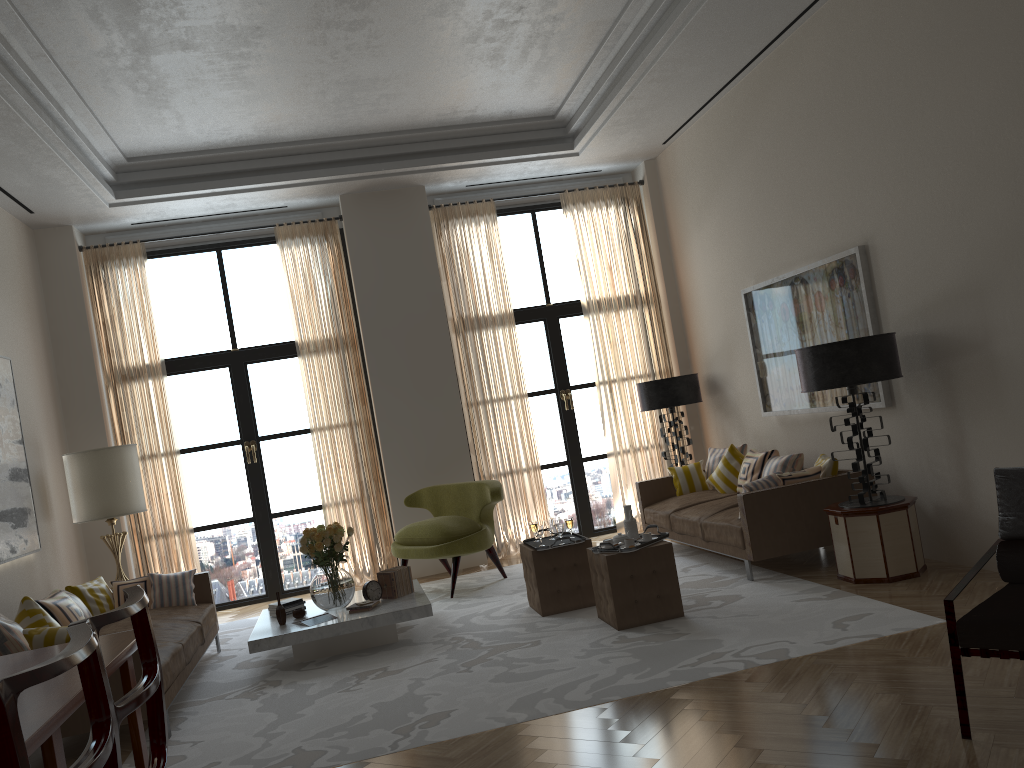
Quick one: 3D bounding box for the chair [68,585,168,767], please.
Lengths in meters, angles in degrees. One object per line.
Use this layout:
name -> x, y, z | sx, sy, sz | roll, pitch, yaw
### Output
chair -> -1.411, 1.442, 2.566 | 0.877, 1.505, 0.657 | -9, -1, -11

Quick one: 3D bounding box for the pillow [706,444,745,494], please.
pillow -> 2.574, 1.010, 10.338 | 0.769, 0.617, 0.355 | -11, -1, 33

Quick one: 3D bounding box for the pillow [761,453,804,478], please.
pillow -> 2.854, 1.033, 9.423 | 0.370, 0.565, 0.661 | -9, -2, -16

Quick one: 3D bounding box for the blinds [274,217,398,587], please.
blinds -> -2.296, 0.280, 11.652 | 0.873, 4.873, 0.418 | -9, -1, -8

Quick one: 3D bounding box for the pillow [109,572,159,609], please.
pillow -> -3.685, 2.098, 8.671 | 0.464, 0.412, 0.304 | -9, -1, -13

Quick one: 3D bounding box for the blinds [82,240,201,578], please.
blinds -> -4.611, 0.656, 11.188 | 0.780, 4.885, 0.420 | -9, -1, -9

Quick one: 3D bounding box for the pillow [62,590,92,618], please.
pillow -> -3.834, 2.087, 7.665 | 0.370, 0.565, 0.661 | -9, -2, -16

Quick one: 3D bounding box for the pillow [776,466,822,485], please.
pillow -> 2.704, 1.016, 8.417 | 0.464, 0.412, 0.304 | -9, -1, -13

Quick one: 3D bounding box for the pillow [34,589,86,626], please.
pillow -> -3.714, 1.988, 7.304 | 0.403, 0.547, 0.618 | -9, -1, -8

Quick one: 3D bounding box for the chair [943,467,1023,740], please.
chair -> 2.722, 0.999, 4.283 | 0.879, 1.135, 1.132 | -11, -2, 44

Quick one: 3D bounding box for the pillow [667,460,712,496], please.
pillow -> 2.176, 1.175, 10.812 | 0.482, 0.433, 0.318 | -9, -1, -1

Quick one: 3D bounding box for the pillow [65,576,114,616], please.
pillow -> -3.996, 2.112, 8.519 | 0.296, 0.475, 0.515 | -10, -1, 10

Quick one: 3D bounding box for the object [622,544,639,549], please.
object -> 0.968, 1.336, 7.256 | 0.187, 0.015, 0.041 | -9, -2, -25

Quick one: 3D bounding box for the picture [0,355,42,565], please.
picture -> -4.713, 0.615, 7.559 | 0.045, 1.998, 3.065 | -9, -2, -11

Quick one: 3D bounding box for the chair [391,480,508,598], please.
chair -> -0.817, 1.824, 10.395 | 1.027, 1.213, 1.795 | -8, -2, -44

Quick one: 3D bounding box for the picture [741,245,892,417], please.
picture -> 3.038, -0.439, 9.106 | 0.080, 1.480, 2.270 | -9, -2, -13

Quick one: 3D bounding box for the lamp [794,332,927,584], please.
lamp -> 3.016, 0.628, 7.601 | 0.829, 2.018, 0.830 | -9, -1, -11

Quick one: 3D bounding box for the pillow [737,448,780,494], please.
pillow -> 2.713, 1.005, 9.785 | 0.403, 0.547, 0.618 | -9, -1, -8

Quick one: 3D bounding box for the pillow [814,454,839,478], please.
pillow -> 3.005, 0.939, 8.569 | 0.296, 0.475, 0.515 | -10, -1, 10

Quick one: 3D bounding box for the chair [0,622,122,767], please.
chair -> -1.276, 1.395, 1.933 | 0.877, 1.505, 0.657 | -9, -1, -11

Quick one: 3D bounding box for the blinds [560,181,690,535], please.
blinds -> 1.648, -0.351, 12.443 | 1.241, 4.873, 0.419 | -9, -1, -9

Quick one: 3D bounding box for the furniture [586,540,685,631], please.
furniture -> 1.031, 1.668, 7.487 | 0.613, 0.616, 0.614 | -9, -1, -11

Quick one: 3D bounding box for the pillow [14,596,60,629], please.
pillow -> -3.589, 1.906, 6.751 | 0.769, 0.617, 0.355 | -11, -1, 33

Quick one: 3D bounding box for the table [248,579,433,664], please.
table -> -1.592, 2.284, 8.406 | 1.582, 0.343, 1.502 | -9, -2, -11

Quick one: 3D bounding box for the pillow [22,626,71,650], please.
pillow -> -3.164, 1.895, 6.276 | 0.482, 0.433, 0.318 | -9, -1, -1

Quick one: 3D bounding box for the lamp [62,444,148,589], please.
lamp -> -4.405, 1.841, 9.865 | 0.769, 2.254, 0.766 | -10, -1, 42

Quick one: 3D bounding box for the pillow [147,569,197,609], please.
pillow -> -3.325, 2.035, 8.707 | 0.497, 0.428, 0.327 | -9, -1, -23

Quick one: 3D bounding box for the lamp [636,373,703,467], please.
lamp -> 2.218, 0.923, 11.753 | 0.829, 2.018, 0.830 | -9, -1, -7

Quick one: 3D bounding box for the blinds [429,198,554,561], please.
blinds -> -0.265, -0.045, 12.061 | 0.959, 4.873, 0.419 | -9, -1, -9

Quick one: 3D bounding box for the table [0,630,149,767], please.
table -> -2.484, 1.888, 2.980 | 1.798, 1.026, 3.806 | -9, -2, -11

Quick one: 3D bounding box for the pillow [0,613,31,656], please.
pillow -> -3.586, 1.906, 6.346 | 0.355, 0.576, 0.625 | -9, -2, -33

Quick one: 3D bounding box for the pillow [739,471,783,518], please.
pillow -> 2.343, 1.072, 8.381 | 0.497, 0.428, 0.327 | -9, -1, -23

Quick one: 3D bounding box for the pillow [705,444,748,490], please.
pillow -> 2.577, 1.042, 10.743 | 0.355, 0.576, 0.625 | -9, -2, -33

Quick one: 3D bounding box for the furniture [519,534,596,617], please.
furniture -> 0.452, 1.802, 8.420 | 0.613, 0.616, 0.614 | -9, -1, -11
